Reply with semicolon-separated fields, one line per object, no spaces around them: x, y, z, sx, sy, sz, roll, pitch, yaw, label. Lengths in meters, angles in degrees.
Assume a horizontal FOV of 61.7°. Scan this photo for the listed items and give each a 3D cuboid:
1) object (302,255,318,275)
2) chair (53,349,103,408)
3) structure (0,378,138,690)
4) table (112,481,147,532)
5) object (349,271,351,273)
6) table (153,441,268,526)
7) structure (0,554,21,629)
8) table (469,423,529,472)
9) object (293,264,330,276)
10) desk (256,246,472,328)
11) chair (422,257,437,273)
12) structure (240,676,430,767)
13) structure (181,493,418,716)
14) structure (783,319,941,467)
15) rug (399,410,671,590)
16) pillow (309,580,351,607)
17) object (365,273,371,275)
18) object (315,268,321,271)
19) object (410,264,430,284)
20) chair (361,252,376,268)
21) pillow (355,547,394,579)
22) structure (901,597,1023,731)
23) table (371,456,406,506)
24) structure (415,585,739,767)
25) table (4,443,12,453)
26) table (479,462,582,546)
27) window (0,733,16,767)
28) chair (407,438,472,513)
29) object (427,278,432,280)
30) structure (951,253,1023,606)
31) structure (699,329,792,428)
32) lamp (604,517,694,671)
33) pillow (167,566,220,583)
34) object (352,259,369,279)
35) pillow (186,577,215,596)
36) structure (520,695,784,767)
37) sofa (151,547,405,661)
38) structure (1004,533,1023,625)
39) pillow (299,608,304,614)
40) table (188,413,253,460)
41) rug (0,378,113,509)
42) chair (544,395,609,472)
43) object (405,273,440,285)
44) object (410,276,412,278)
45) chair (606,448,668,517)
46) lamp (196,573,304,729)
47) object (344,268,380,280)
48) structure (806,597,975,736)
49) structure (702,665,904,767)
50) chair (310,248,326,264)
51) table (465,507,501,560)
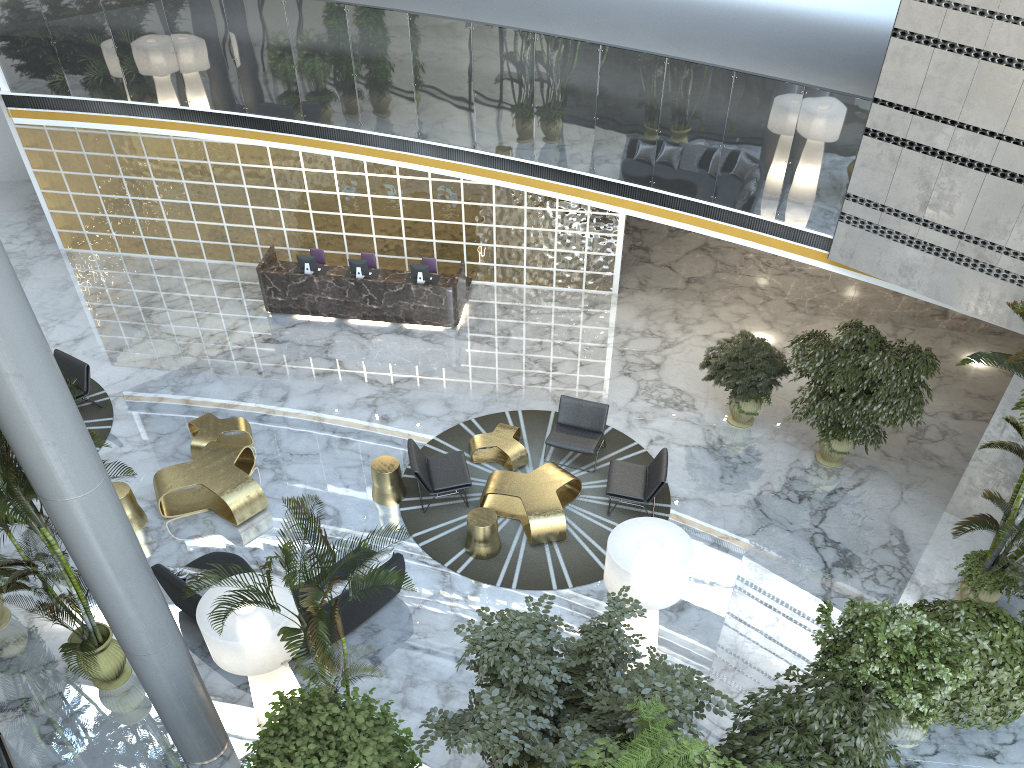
-3.181;-1.857;13.305;0.290;0.337;0.099;4;41;3;object
-6.163;0.064;11.708;0.684;0.770;0.669;24;46;24;chair
-4.165;1.455;7.684;1.961;4.260;1.496;19;45;20;structure
-4.733;1.487;10.384;0.412;0.570;0.413;29;49;28;table
-2.538;-1.765;13.477;0.035;0.020;0.056;7;42;5;object
-3.684;1.269;10.749;1.181;0.495;1.361;30;48;27;table
-5.771;0.561;7.788;2.445;5.320;2.195;17;44;18;structure
-0.138;0.819;11.563;0.842;0.315;0.663;14;43;12;table
-3.163;-1.767;13.462;0.509;0.006;0.360;6;42;3;object
-2.328;-1.742;13.965;3.145;0.822;1.380;5;42;3;desk
-1.339;-1.664;13.729;0.256;0.670;0.299;5;42;5;chair
-1.446;3.376;7.064;1.569;2.435;1.361;-2;41;-3;structure
-1.502;2.349;7.068;1.168;3.948;1.286;21;45;22;structure
4.379;0.224;11.068;1.633;2.264;1.750;-10;43;-12;structure
0.308;1.398;11.194;3.501;0.022;3.102;10;42;7;rug
-1.928;2.275;9.142;0.583;0.460;0.269;-28;49;-30;pillow
-2.343;-1.742;13.470;0.263;0.012;0.062;5;42;2;object
-3.148;-1.810;13.498;0.263;0.012;0.062;5;42;2;object
-1.421;-1.708;13.244;0.290;0.337;0.099;4;41;3;object
-2.316;-1.746;13.763;0.256;0.670;0.299;5;42;5;chair
-1.521;2.022;9.450;0.577;0.460;0.272;-32;51;-32;pillow
4.315;2.818;8.476;1.570;1.847;1.261;8;42;8;structure
-1.583;1.216;10.876;0.412;0.570;0.413;29;49;28;table
0.572;3.014;7.410;2.226;2.674;2.035;22;46;22;structure
-7.061;0.577;11.309;1.106;0.463;1.274;30;48;27;table
0.297;1.490;10.725;1.363;0.463;1.029;-9;43;-13;table
-4.528;2.128;3.225;14.104;9.221;3.979;31;50;29;window
-0.913;1.125;10.832;0.728;0.770;0.625;-7;42;-9;chair
-1.388;-1.661;13.436;0.263;0.012;0.062;5;42;2;object
5.360;0.613;8.395;2.430;5.320;2.209;-28;49;-29;structure
3.237;-0.073;11.890;1.171;1.523;1.040;-23;47;-25;structure
1.336;2.270;8.861;0.824;1.908;0.741;-19;45;-21;lamp
-3.411;2.098;9.266;0.554;0.425;0.243;12;43;11;pillow
-2.375;-1.789;13.277;0.290;0.337;0.099;4;41;3;object
-3.138;2.234;9.092;0.608;0.520;0.325;18;44;17;pillow
0.967;3.821;5.981;3.677;3.403;2.819;-22;47;-25;structure
-2.530;2.184;9.559;1.865;0.819;1.791;29;48;26;sofa
5.775;2.257;8.599;1.780;2.628;1.692;20;45;20;structure
-2.473;2.393;8.948;0.627;0.476;0.249;-2;41;-4;pillow
-3.915;0.690;11.510;0.795;0.337;0.799;-11;43;-14;table
-7.254;0.687;11.538;3.445;0.022;3.158;-22;47;-25;rug
0.865;0.669;11.450;0.707;0.770;0.646;13;43;13;chair
-1.403;-1.618;13.400;0.509;0.006;0.360;6;42;3;object
-1.584;-1.684;13.443;0.035;0.020;0.056;7;42;5;object
1.573;1.239;10.853;0.723;0.770;0.630;6;42;6;chair
-2.351;2.674;8.187;0.836;1.908;0.728;3;41;3;lamp
-2.358;-1.698;13.433;0.509;0.006;0.360;6;42;3;object
3.397;2.791;8.149;1.241;2.250;1.197;-14;43;-15;structure
2.493;3.390;7.482;2.016;2.171;1.417;-8;42;-11;structure
-3.138;-1.816;13.792;0.256;0.670;0.299;5;42;5;chair
-0.352;1.781;10.281;0.421;0.570;0.403;22;46;22;table
